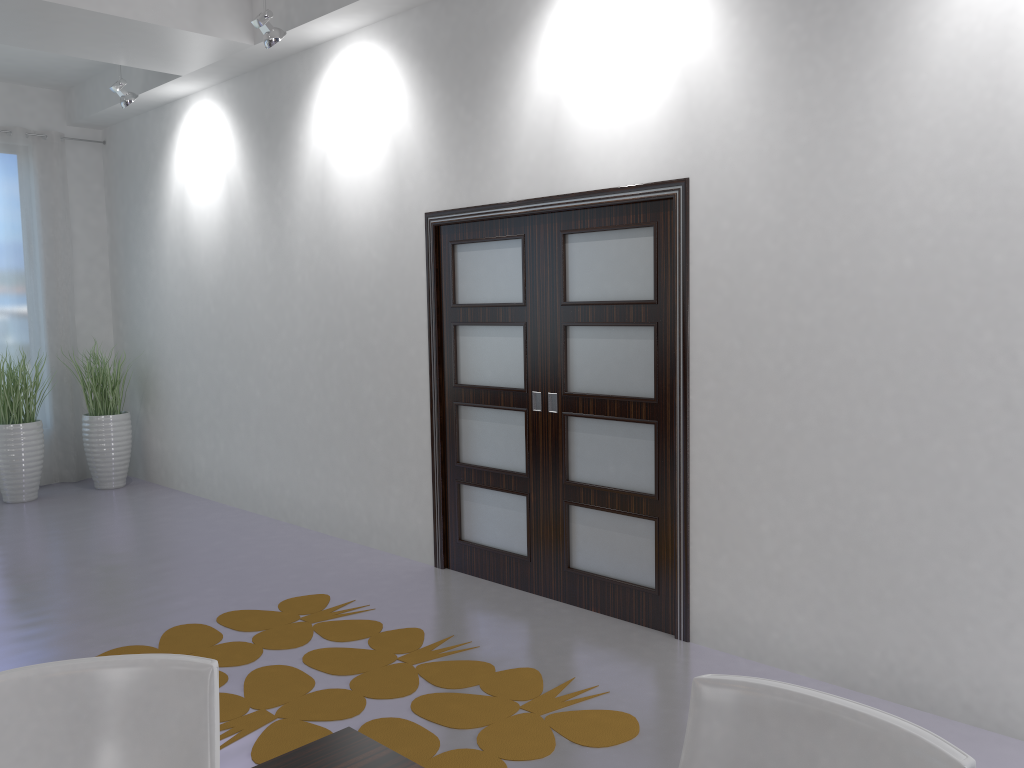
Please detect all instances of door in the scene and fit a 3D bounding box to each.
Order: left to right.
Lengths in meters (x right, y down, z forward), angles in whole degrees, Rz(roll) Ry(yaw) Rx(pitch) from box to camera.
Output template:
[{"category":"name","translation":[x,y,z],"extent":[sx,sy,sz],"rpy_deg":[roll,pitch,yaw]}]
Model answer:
[{"category":"door","translation":[0.224,0.087,4.595],"extent":[1.764,2.061,0.220],"rpy_deg":[4,7,44]}]

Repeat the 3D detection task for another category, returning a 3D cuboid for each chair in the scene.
[{"category":"chair","translation":[-0.820,1.003,1.643],"extent":[0.508,0.805,0.620],"rpy_deg":[-2,5,-10]},{"category":"chair","translation":[0.406,0.996,1.461],"extent":[0.508,0.805,0.620],"rpy_deg":[4,7,44]}]

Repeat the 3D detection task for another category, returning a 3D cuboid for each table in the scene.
[{"category":"table","translation":[-0.602,1.112,0.515],"extent":[1.127,0.783,2.046],"rpy_deg":[4,7,44]}]

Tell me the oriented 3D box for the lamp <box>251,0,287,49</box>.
[{"category":"lamp","translation":[-1.366,-2.140,4.969],"extent":[0.150,0.511,0.185],"rpy_deg":[4,7,44]}]

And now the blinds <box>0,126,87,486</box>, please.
[{"category":"blinds","translation":[-4.918,-0.566,7.007],"extent":[0.120,3.112,2.830],"rpy_deg":[4,7,44]}]

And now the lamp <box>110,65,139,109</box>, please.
[{"category":"lamp","translation":[-2.791,-2.238,6.369],"extent":[0.150,0.511,0.185],"rpy_deg":[4,7,44]}]

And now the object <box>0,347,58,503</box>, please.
[{"category":"object","translation":[-4.032,0.300,7.200],"extent":[0.656,1.334,0.713],"rpy_deg":[4,7,45]}]

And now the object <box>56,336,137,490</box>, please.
[{"category":"object","translation":[-3.592,0.247,7.691],"extent":[0.713,1.334,0.656],"rpy_deg":[2,6,29]}]
